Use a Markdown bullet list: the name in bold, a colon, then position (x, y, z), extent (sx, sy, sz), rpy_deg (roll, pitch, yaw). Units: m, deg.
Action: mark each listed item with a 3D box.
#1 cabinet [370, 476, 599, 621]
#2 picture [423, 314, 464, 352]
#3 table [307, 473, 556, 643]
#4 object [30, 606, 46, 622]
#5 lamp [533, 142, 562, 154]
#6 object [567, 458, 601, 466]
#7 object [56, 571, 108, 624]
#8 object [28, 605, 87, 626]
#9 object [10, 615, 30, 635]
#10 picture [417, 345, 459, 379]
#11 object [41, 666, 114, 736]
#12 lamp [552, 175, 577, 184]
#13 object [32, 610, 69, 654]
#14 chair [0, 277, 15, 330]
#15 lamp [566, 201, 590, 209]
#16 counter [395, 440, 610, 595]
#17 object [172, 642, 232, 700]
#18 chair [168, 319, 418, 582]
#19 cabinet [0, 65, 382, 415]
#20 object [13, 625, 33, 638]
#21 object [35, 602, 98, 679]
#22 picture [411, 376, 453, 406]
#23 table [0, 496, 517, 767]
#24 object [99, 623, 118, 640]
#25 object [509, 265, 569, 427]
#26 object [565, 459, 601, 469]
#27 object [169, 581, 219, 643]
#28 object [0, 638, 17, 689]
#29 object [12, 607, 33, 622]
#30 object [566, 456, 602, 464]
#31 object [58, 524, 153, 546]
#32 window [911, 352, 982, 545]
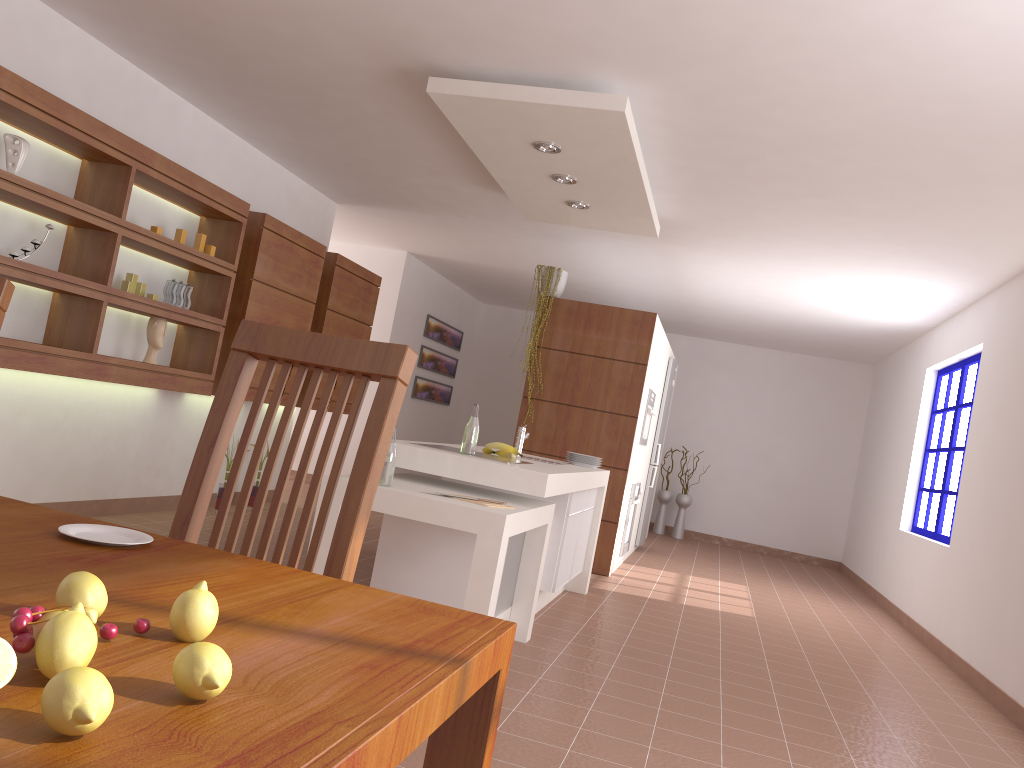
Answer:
- **cabinet**: position (-0.089, 0.836, 4.748), extent (0.737, 0.700, 2.048), rpy_deg (10, -3, 14)
- **picture**: position (-0.800, -0.596, 10.574), extent (0.015, 0.248, 1.408), rpy_deg (10, -3, 14)
- **table**: position (-0.319, 0.775, 3.779), extent (0.737, 0.647, 1.003), rpy_deg (10, -3, 14)
- **object**: position (-0.344, 0.167, 0.642), extent (0.013, 0.014, 0.014), rpy_deg (12, -3, -19)
- **lamp**: position (0.179, -1.192, 4.407), extent (0.143, 0.059, 0.143), rpy_deg (11, -3, -3)
- **object**: position (0.451, 0.501, 5.635), extent (0.228, 0.020, 0.228), rpy_deg (11, -3, -4)
- **object**: position (-0.362, 0.180, 0.748), extent (0.041, 0.041, 0.042), rpy_deg (11, -3, -11)
- **object**: position (-0.324, 0.164, 0.633), extent (0.037, 0.011, 0.034), rpy_deg (12, -3, -26)
- **object**: position (-0.338, 0.166, 0.610), extent (0.012, 0.014, 0.014), rpy_deg (11, -3, -6)
- **picture**: position (-0.866, -0.252, 10.558), extent (0.015, 0.248, 1.408), rpy_deg (10, -3, 14)
- **object**: position (-0.261, 0.190, 0.533), extent (0.043, 0.038, 0.043), rpy_deg (11, -3, 3)
- **lamp**: position (0.293, -1.148, 4.897), extent (0.143, 0.059, 0.143), rpy_deg (8, -4, 42)
- **object**: position (-0.326, 0.183, 0.642), extent (0.044, 0.039, 0.041), rpy_deg (12, -3, -23)
- **chair**: position (-1.167, 0.289, 1.362), extent (0.444, 1.063, 0.574), rpy_deg (11, -3, -6)
- **lamp**: position (0.405, -1.104, 5.382), extent (0.143, 0.059, 0.143), rpy_deg (8, -4, 42)
- **counter**: position (-0.071, 0.792, 4.806), extent (0.821, 0.800, 2.156), rpy_deg (10, -3, 14)
- **object**: position (-0.219, 0.202, 0.627), extent (0.043, 0.038, 0.043), rpy_deg (11, -3, 3)
- **chair**: position (-0.500, 0.408, 1.196), extent (0.444, 1.063, 0.574), rpy_deg (10, -3, 24)
- **cabinet**: position (-2.114, -0.593, 5.355), extent (0.754, 1.200, 4.718), rpy_deg (10, -3, 14)
- **object**: position (-0.340, 0.173, 0.616), extent (0.012, 0.014, 0.014), rpy_deg (11, -3, -6)
- **object**: position (-0.305, 0.177, 0.609), extent (0.039, 0.049, 0.039), rpy_deg (10, -3, 22)
- **picture**: position (-0.932, 0.091, 10.542), extent (0.015, 0.248, 1.408), rpy_deg (10, -3, 14)
- **table**: position (-1.025, 0.455, 0.823), extent (1.800, 0.740, 0.900), rpy_deg (10, -3, 14)
- **object**: position (-0.324, 0.199, 0.713), extent (0.014, 0.012, 0.014), rpy_deg (10, -3, 18)
- **object**: position (0.175, -0.251, 6.879), extent (0.297, 1.344, 0.279), rpy_deg (12, -3, -27)
- **object**: position (0.449, 0.511, 5.634), extent (0.228, 0.020, 0.228), rpy_deg (11, -3, -4)
- **object**: position (-0.272, 0.195, 0.759), extent (0.039, 0.053, 0.038), rpy_deg (13, -3, -41)
- **object**: position (-0.337, 0.178, 0.562), extent (0.039, 0.036, 0.033), rpy_deg (13, -3, -39)
- **object**: position (-0.346, 0.165, 0.627), extent (0.014, 0.014, 0.012), rpy_deg (9, -3, 35)
- **object**: position (0.453, 0.491, 5.635), extent (0.228, 0.020, 0.228), rpy_deg (11, -3, -4)
- **object**: position (-0.498, 0.187, 1.088), extent (0.108, 0.008, 0.108), rpy_deg (12, -3, -21)
- **window**: position (3.429, 0.512, 6.917), extent (0.035, 1.430, 1.699), rpy_deg (10, -3, 14)
